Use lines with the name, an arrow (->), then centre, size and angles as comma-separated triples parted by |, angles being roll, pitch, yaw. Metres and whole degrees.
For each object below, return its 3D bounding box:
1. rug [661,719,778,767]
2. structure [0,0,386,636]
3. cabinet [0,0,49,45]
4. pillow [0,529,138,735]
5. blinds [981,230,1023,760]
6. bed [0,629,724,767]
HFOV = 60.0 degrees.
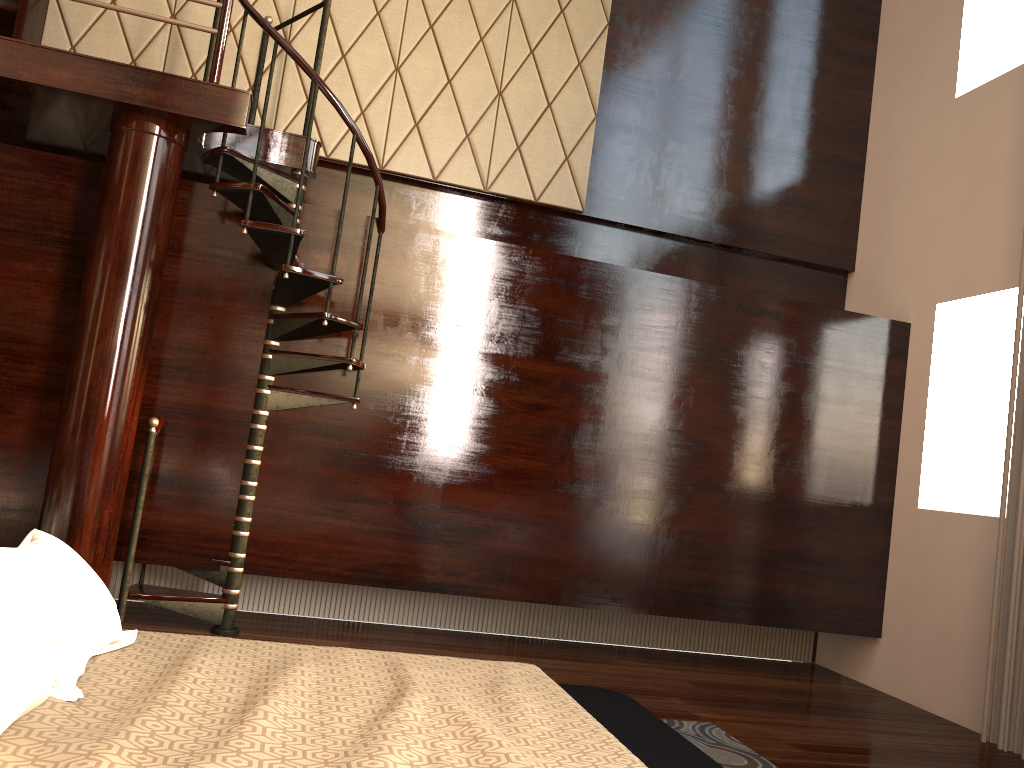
rug -> -0.618, 1.028, 1.815 | 3.735, 0.006, 2.910 | 9, -6, -13
structure -> -1.899, -0.784, 1.605 | 3.750, 3.189, 6.107 | 9, -6, -13
cabinet -> -2.854, -2.871, 1.494 | 2.576, 2.432, 6.767 | 9, -6, -13
pillow -> -1.119, 0.413, 1.597 | 0.685, 0.320, 1.322 | 9, -6, -12
blinds -> 2.940, -0.147, 1.917 | 0.108, 3.403, 4.683 | 9, -6, -13
bed -> -0.653, 0.677, 1.688 | 2.381, 0.660, 1.985 | 9, -6, -13
